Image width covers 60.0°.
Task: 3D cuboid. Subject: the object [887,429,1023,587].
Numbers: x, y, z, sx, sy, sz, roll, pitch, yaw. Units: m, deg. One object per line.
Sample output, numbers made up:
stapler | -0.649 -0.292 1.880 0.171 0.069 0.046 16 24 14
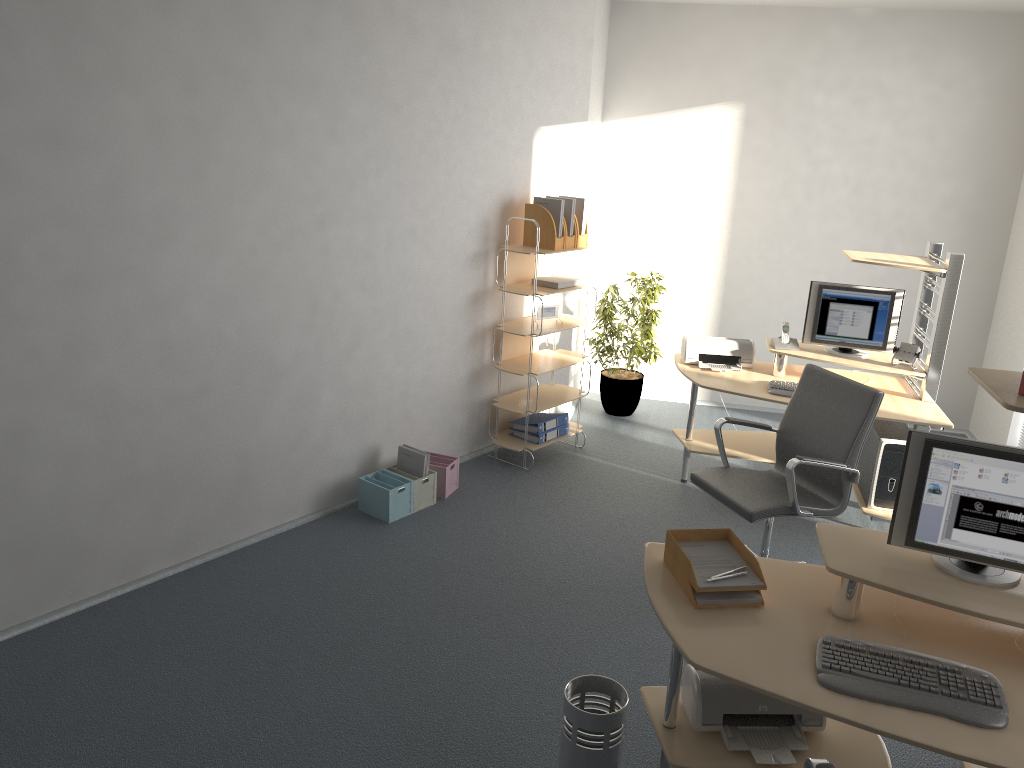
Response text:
object | 1.447 0.366 2.664 0.516 0.418 0.245 14 20 32

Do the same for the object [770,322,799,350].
object | 1.653 -0.294 5.354 0.150 0.151 0.119 2 17 -3

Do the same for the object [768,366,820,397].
object | 1.782 -0.001 5.256 0.478 0.082 0.814 9 18 18

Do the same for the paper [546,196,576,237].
paper | 0.294 -1.020 5.569 0.213 0.297 0.045 16 21 37

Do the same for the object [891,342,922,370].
object | 2.249 -0.162 5.050 0.093 0.135 0.154 -11 22 -40

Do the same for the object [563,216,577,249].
object | 0.281 -0.997 5.559 0.243 0.259 0.113 16 21 37

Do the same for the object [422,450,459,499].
object | -0.463 0.538 5.245 0.245 0.202 0.185 9 18 19

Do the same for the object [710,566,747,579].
object | 0.678 0.592 2.780 0.159 0.009 0.008 -8 20 -32

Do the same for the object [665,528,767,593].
object | 0.651 0.561 2.849 0.225 0.060 0.309 0 17 -9

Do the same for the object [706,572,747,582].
object | 0.665 0.599 2.754 0.159 0.009 0.008 -5 18 -24

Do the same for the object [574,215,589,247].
object | 0.365 -1.019 5.648 0.243 0.259 0.113 18 22 40

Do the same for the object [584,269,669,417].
object | 0.881 -0.316 6.683 0.544 1.147 0.644 17 21 38

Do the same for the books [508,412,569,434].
books | 0.174 0.243 5.871 0.263 0.100 0.320 16 21 37

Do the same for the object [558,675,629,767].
object | 0.263 1.184 2.926 0.208 0.377 0.208 -8 20 -33

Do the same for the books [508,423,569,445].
books | 0.179 0.298 5.881 0.262 0.072 0.320 16 21 37

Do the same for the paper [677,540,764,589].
paper | 0.650 0.577 2.853 0.210 0.010 0.297 0 17 -9

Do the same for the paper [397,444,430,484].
paper | -0.569 0.518 5.049 0.220 0.306 0.068 16 21 36

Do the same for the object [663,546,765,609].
object | 0.648 0.615 2.865 0.225 0.060 0.309 0 17 -9

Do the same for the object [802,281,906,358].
object | 2.026 -0.388 5.269 0.516 0.418 0.245 11 19 25

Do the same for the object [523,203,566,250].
object | 0.205 -0.972 5.464 0.243 0.259 0.113 15 21 35

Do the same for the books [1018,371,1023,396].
books | 1.614 0.011 2.442 0.320 0.072 0.262 18 23 41

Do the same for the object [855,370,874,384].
object | 2.121 0.026 5.219 0.168 0.088 0.742 7 17 13

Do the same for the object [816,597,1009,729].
object | 1.163 0.750 2.654 0.478 0.082 0.814 9 18 18

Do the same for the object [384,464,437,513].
object | -0.582 0.588 5.058 0.245 0.202 0.185 16 21 36

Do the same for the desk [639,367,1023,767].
desk | 1.091 0.718 2.535 1.469 1.566 0.967 6 17 11

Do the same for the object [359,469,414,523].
object | -0.698 0.624 4.918 0.245 0.202 0.185 16 21 36

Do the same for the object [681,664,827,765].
object | 0.800 1.045 2.848 0.438 0.162 0.351 2 17 -4

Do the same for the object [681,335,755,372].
object | 1.280 -0.187 5.463 0.438 0.162 0.351 4 17 3

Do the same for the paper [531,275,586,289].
paper | 0.299 -0.656 5.681 0.213 0.046 0.297 16 21 36

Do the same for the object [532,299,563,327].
object | 0.230 -0.456 5.651 0.192 0.161 0.077 -7 20 -31

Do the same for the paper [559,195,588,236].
paper | 0.378 -1.042 5.658 0.213 0.297 0.045 18 22 40

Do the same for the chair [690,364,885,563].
chair | 1.261 0.487 4.229 0.652 1.048 0.584 -4 18 -22

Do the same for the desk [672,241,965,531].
desk | 1.676 -0.042 5.160 1.469 1.566 0.967 6 17 11

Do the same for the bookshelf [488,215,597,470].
bookshelf | 0.209 -0.290 5.723 0.381 1.572 0.724 16 21 37

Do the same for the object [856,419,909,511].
object | 2.151 0.451 5.114 0.199 0.422 0.471 6 17 11

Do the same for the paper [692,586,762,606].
paper | 0.648 0.627 2.868 0.210 0.019 0.297 0 17 -9

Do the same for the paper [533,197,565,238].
paper | 0.217 -0.996 5.475 0.213 0.297 0.045 15 21 35

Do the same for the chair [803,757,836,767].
chair | 0.961 1.155 1.959 0.584 1.048 0.652 2 17 -2

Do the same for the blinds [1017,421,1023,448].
blinds | 3.273 -0.532 4.673 0.037 2.749 1.950 6 17 11
